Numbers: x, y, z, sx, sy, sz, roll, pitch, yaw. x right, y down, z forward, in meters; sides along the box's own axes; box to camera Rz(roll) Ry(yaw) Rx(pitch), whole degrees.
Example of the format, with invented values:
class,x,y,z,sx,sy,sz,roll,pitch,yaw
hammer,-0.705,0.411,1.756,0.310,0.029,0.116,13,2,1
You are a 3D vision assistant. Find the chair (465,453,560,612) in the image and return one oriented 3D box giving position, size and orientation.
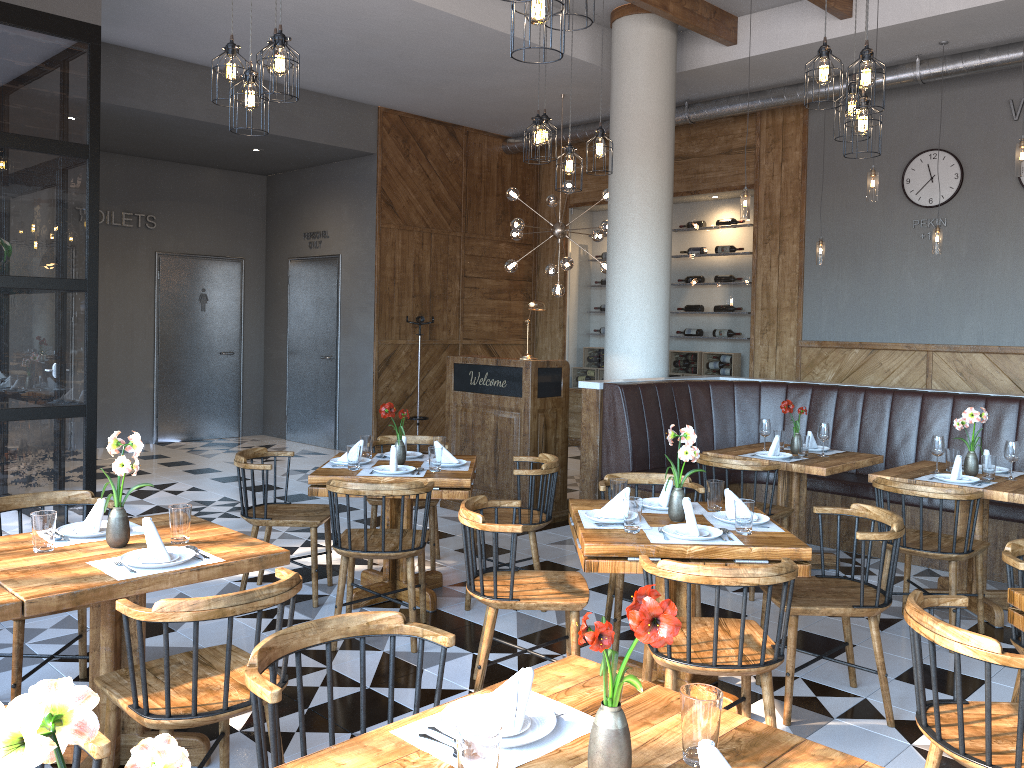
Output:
class,x,y,z,sx,sy,sz,roll,pitch,yaw
chair,-0.009,0.826,5.056,0.549,0.816,0.520,1,2,0

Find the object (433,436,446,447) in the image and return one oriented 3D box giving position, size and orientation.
class,x,y,z,sx,sy,sz,roll,pitch,yaw
object,-0.432,0.382,5.269,0.080,0.132,0.080,1,2,-20

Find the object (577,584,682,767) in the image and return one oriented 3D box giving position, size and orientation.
class,x,y,z,sx,sy,sz,roll,pitch,yaw
object,0.206,0.529,1.538,0.171,0.355,0.156,2,2,24

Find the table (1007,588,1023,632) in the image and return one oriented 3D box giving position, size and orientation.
class,x,y,z,sx,sy,sz,roll,pitch,yaw
table,2.003,1.069,2.420,0.864,0.763,0.865,1,3,0

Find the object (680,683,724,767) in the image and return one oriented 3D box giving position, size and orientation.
class,x,y,z,sx,sy,sz,roll,pitch,yaw
object,0.350,0.636,1.645,0.080,0.132,0.080,2,2,30

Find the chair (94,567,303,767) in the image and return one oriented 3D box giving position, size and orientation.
class,x,y,z,sx,sy,sz,roll,pitch,yaw
chair,-0.926,0.965,2.642,0.550,0.816,0.519,3,3,45

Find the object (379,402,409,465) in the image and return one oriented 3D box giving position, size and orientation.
class,x,y,z,sx,sy,sz,roll,pitch,yaw
object,-0.676,0.279,5.050,0.171,0.355,0.156,1,2,2

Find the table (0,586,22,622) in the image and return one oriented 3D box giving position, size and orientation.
class,x,y,z,sx,sy,sz,roll,pitch,yaw
table,-1.986,0.978,2.498,0.851,0.763,0.850,4,4,45

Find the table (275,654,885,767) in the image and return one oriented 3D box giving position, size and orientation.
class,x,y,z,sx,sy,sz,roll,pitch,yaw
table,0.146,1.084,1.587,0.851,0.763,0.850,4,4,45

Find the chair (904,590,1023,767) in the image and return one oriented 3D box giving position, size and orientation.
class,x,y,z,sx,sy,sz,roll,pitch,yaw
chair,1.362,1.029,2.409,0.549,0.816,0.520,1,2,0

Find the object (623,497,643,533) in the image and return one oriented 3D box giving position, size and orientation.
class,x,y,z,sx,sy,sz,roll,pitch,yaw
object,0.475,0.518,3.493,0.080,0.132,0.080,0,2,-30

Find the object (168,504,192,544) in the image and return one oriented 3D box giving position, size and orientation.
class,x,y,z,sx,sy,sz,roll,pitch,yaw
object,-1.189,0.503,3.174,0.080,0.132,0.080,2,2,30

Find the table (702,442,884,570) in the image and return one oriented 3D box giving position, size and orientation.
class,x,y,z,sx,sy,sz,roll,pitch,yaw
table,1.849,0.840,5.860,0.851,0.763,0.850,4,4,45

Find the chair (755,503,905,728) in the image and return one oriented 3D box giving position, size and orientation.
class,x,y,z,sx,sy,sz,roll,pitch,yaw
chair,1.332,0.943,3.724,0.549,0.816,0.520,1,2,0

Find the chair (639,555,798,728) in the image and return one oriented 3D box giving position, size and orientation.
class,x,y,z,sx,sy,sz,roll,pitch,yaw
chair,0.690,0.971,3.077,0.519,0.816,0.550,1,2,0

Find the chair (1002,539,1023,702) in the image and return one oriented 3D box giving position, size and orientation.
class,x,y,z,sx,sy,sz,roll,pitch,yaw
chair,2.005,1.001,3.056,0.519,0.816,0.550,1,2,0

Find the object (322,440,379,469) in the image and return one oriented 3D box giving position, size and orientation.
class,x,y,z,sx,sy,sz,roll,pitch,yaw
object,-0.913,0.384,5.041,0.272,0.137,0.353,1,3,0

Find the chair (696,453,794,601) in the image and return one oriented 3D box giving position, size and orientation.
class,x,y,z,sx,sy,sz,roll,pitch,yaw
chair,1.400,0.833,5.414,0.520,0.816,0.550,3,3,45

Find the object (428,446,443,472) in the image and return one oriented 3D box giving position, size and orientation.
class,x,y,z,sx,sy,sz,roll,pitch,yaw
object,-0.418,0.411,4.828,0.080,0.132,0.080,0,2,-30

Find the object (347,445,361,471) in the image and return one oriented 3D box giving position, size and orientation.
class,x,y,z,sx,sy,sz,roll,pitch,yaw
object,-0.860,0.402,4.820,0.080,0.132,0.080,2,2,20

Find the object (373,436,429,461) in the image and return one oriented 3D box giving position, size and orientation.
class,x,y,z,sx,sy,sz,roll,pitch,yaw
object,-0.648,0.372,5.312,0.352,0.137,0.272,1,3,0

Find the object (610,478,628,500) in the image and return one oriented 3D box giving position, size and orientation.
class,x,y,z,sx,sy,sz,roll,pitch,yaw
object,0.472,0.489,3.928,0.080,0.132,0.080,0,2,-30

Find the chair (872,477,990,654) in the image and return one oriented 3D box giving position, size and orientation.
class,x,y,z,sx,sy,sz,roll,pitch,yaw
chair,2.182,0.901,4.638,0.520,0.816,0.550,3,3,45

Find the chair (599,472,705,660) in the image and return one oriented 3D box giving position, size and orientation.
class,x,y,z,sx,sy,sz,roll,pitch,yaw
chair,0.686,0.886,4.366,0.519,0.816,0.550,1,2,0

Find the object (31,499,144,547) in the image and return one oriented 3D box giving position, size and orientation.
class,x,y,z,sx,sy,sz,roll,pitch,yaw
object,-1.554,0.485,3.291,0.272,0.137,0.352,4,5,45

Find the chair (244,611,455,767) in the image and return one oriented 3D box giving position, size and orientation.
class,x,y,z,sx,sy,sz,roll,pitch,yaw
chair,-0.323,1.017,2.043,0.550,0.816,0.519,3,3,45

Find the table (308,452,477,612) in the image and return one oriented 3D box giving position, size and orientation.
class,x,y,z,sx,sy,sz,roll,pitch,yaw
table,-0.649,0.839,5.054,0.864,0.763,0.865,1,3,0

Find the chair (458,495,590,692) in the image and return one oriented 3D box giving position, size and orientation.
class,x,y,z,sx,sy,sz,roll,pitch,yaw
chair,0.043,0.915,3.719,0.549,0.816,0.520,1,2,0

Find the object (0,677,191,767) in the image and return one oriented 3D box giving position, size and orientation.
class,x,y,z,sx,sy,sz,roll,pitch,yaw
object,-0.470,0.528,0.977,0.206,0.400,0.146,0,2,-41

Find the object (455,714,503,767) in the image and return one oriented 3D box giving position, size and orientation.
class,x,y,z,sx,sy,sz,roll,pitch,yaw
object,-0.057,0.638,1.490,0.080,0.132,0.080,2,2,30

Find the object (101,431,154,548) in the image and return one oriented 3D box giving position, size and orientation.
class,x,y,z,sx,sy,sz,roll,pitch,yaw
object,-1.359,0.369,3.115,0.207,0.400,0.146,3,2,37

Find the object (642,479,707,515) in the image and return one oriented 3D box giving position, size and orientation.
class,x,y,z,sx,sy,sz,roll,pitch,yaw
object,0.690,0.487,3.987,0.352,0.137,0.272,1,3,0

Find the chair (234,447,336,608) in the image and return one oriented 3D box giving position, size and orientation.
class,x,y,z,sx,sy,sz,roll,pitch,yaw
chair,-1.298,0.799,5.051,0.549,0.816,0.520,1,2,0

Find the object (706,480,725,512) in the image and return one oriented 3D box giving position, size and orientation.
class,x,y,z,sx,sy,sz,roll,pitch,yaw
object,0.903,0.497,3.942,0.080,0.132,0.080,0,2,-30

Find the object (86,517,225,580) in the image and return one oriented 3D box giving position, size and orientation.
class,x,y,z,sx,sy,sz,roll,pitch,yaw
object,-1.171,0.517,2.920,0.272,0.137,0.352,4,5,45

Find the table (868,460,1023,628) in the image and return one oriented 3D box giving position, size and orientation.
class,x,y,z,sx,sy,sz,roll,pitch,yaw
table,2.631,0.908,5.083,0.851,0.763,0.850,4,4,45

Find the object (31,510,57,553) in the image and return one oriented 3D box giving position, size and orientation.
class,x,y,z,sx,sy,sz,roll,pitch,yaw
object,-1.596,0.504,3.019,0.080,0.132,0.080,2,2,30

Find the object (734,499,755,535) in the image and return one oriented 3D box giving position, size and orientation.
class,x,y,z,sx,sy,sz,roll,pitch,yaw
object,0.917,0.527,3.502,0.080,0.132,0.080,0,2,-30

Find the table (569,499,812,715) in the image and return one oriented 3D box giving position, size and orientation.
class,x,y,z,sx,sy,sz,roll,pitch,yaw
table,0.684,0.955,3.730,0.864,0.763,0.865,1,3,0

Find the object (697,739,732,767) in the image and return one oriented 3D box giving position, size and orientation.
class,x,y,z,sx,sy,sz,roll,pitch,yaw
object,0.362,0.650,1.397,0.272,0.137,0.352,4,5,45

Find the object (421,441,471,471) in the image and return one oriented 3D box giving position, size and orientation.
class,x,y,z,sx,sy,sz,roll,pitch,yaw
object,-0.375,0.395,5.050,0.272,0.137,0.353,1,3,0

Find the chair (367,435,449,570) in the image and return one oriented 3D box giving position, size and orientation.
class,x,y,z,sx,sy,sz,roll,pitch,yaw
chair,-0.677,0.769,5.707,0.519,0.816,0.550,1,2,0

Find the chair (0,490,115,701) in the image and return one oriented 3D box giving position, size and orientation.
class,x,y,z,sx,sy,sz,roll,pitch,yaw
chair,-1.852,0.884,3.562,0.550,0.816,0.519,3,3,45

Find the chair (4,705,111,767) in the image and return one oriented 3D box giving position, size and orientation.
class,x,y,z,sx,sy,sz,roll,pitch,yaw
chair,-0.918,1.043,1.444,0.550,0.816,0.519,3,3,45

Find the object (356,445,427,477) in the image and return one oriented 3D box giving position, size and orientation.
class,x,y,z,sx,sy,sz,roll,pitch,yaw
object,-0.640,0.407,4.779,0.352,0.137,0.272,1,3,0

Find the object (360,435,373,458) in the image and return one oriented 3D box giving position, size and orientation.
class,x,y,z,sx,sy,sz,roll,pitch,yaw
object,-0.863,0.373,5.255,0.080,0.132,0.080,1,2,-20

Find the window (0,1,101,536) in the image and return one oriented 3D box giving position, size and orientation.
class,x,y,z,sx,sy,sz,roll,pitch,yaw
window,-4.511,-0.670,5.856,2.188,3.545,2.728,3,3,45

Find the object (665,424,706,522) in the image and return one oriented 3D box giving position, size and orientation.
class,x,y,z,sx,sy,sz,roll,pitch,yaw
object,0.718,0.374,3.724,0.146,0.400,0.207,0,2,-34

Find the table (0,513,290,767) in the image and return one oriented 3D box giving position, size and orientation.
class,x,y,z,sx,sy,sz,roll,pitch,yaw
table,-1.383,0.951,3.106,0.851,0.763,0.850,4,4,45

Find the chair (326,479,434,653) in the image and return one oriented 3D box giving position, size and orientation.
class,x,y,z,sx,sy,sz,roll,pitch,yaw
chair,-0.651,0.855,4.409,0.519,0.816,0.550,1,2,0

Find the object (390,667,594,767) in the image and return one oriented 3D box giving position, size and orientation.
class,x,y,z,sx,sy,sz,roll,pitch,yaw
object,-0.020,0.618,1.768,0.272,0.137,0.352,4,5,45
